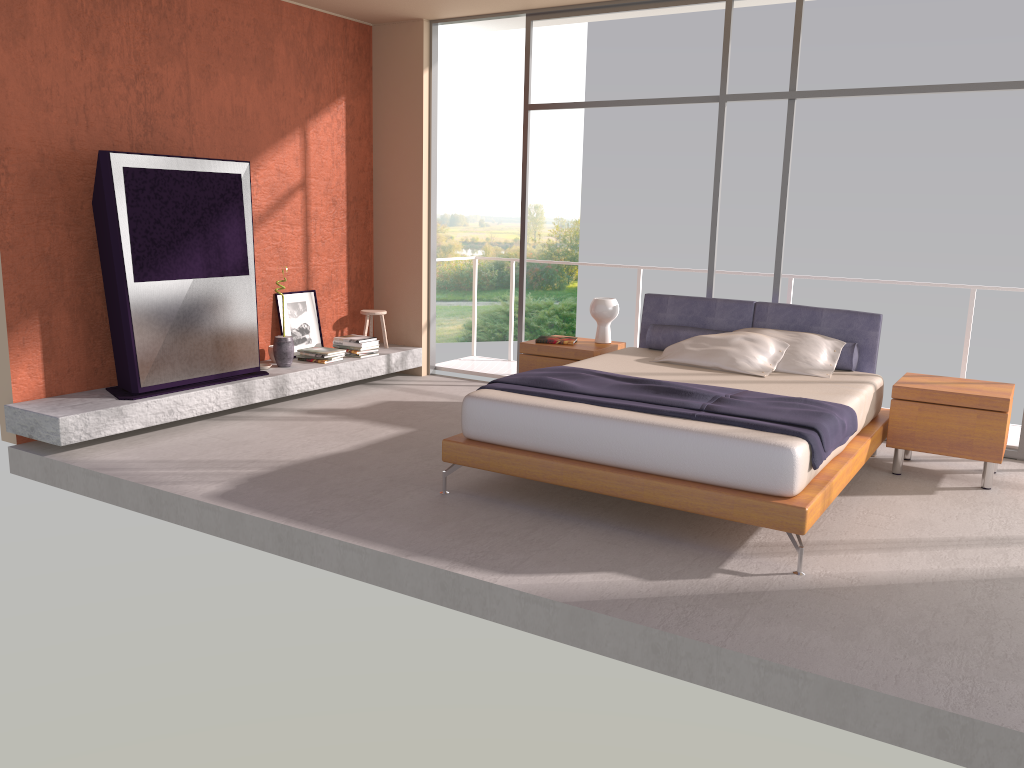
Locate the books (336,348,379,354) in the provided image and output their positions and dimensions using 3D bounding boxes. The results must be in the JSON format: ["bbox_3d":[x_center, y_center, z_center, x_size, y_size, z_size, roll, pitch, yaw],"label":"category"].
[{"bbox_3d":[-1.351,-0.301,7.760,0.287,0.025,0.247,11,15,41],"label":"books"}]

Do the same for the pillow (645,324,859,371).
[{"bbox_3d":[1.640,-0.262,6.179,1.470,0.201,0.205,8,13,31],"label":"pillow"}]

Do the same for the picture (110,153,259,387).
[{"bbox_3d":[-2.209,-0.796,6.152,0.126,1.496,1.129,8,13,31],"label":"picture"}]

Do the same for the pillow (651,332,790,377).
[{"bbox_3d":[1.366,-0.214,5.899,0.869,0.264,0.431,10,14,38],"label":"pillow"}]

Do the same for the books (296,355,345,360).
[{"bbox_3d":[-1.605,-0.236,7.458,0.328,0.018,0.247,5,12,16],"label":"books"}]

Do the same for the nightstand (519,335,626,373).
[{"bbox_3d":[0.464,-0.045,6.847,0.628,0.556,0.562,8,13,31],"label":"nightstand"}]

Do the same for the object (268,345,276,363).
[{"bbox_3d":[-1.911,-0.244,7.290,0.180,0.137,0.179,12,15,43],"label":"object"}]

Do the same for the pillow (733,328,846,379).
[{"bbox_3d":[1.768,-0.208,5.869,0.791,0.265,0.400,9,13,34],"label":"pillow"}]

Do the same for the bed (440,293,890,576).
[{"bbox_3d":[1.083,0.067,5.355,2.017,0.959,2.462,8,13,31],"label":"bed"}]

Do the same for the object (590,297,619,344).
[{"bbox_3d":[0.703,-0.486,6.783,0.224,0.338,0.224,12,15,42],"label":"object"}]

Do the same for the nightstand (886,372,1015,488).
[{"bbox_3d":[2.712,0.276,5.499,0.628,0.556,0.562,8,13,31],"label":"nightstand"}]

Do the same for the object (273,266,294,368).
[{"bbox_3d":[-1.819,-0.535,7.041,0.165,0.810,0.165,-6,14,-34],"label":"object"}]

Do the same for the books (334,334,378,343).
[{"bbox_3d":[-1.368,-0.395,7.758,0.287,0.025,0.247,8,13,30],"label":"books"}]

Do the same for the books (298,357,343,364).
[{"bbox_3d":[-1.606,-0.211,7.447,0.287,0.025,0.247,7,13,27],"label":"books"}]

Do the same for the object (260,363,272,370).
[{"bbox_3d":[-1.970,-0.129,6.995,0.152,0.040,0.152,-3,12,-23],"label":"object"}]

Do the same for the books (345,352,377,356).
[{"bbox_3d":[-1.370,-0.284,7.779,0.287,0.018,0.247,8,13,30],"label":"books"}]

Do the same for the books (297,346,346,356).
[{"bbox_3d":[-1.595,-0.278,7.446,0.328,0.018,0.247,7,13,28],"label":"books"}]

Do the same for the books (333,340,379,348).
[{"bbox_3d":[-1.363,-0.363,7.761,0.319,0.038,0.247,7,13,28],"label":"books"}]

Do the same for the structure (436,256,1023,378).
[{"bbox_3d":[2.695,-0.260,6.694,7.689,1.005,0.728,8,13,31],"label":"structure"}]

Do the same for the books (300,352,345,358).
[{"bbox_3d":[-1.591,-0.257,7.449,0.287,0.025,0.247,9,13,33],"label":"books"}]

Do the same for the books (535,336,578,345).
[{"bbox_3d":[0.343,-0.335,6.796,0.287,0.025,0.247,4,11,12],"label":"books"}]

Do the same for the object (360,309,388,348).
[{"bbox_3d":[-1.264,-0.503,8.165,0.260,0.349,0.257,2,11,1],"label":"object"}]

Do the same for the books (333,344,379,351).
[{"bbox_3d":[-1.364,-0.331,7.767,0.328,0.027,0.247,9,13,32],"label":"books"}]

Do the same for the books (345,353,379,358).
[{"bbox_3d":[-1.366,-0.266,7.780,0.328,0.018,0.247,9,13,32],"label":"books"}]

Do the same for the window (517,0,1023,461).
[{"bbox_3d":[2.674,-1.141,6.068,6.106,3.133,0.075,8,13,31],"label":"window"}]

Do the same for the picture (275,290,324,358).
[{"bbox_3d":[-1.811,-0.514,7.592,0.117,0.550,0.458,8,13,31],"label":"picture"}]
